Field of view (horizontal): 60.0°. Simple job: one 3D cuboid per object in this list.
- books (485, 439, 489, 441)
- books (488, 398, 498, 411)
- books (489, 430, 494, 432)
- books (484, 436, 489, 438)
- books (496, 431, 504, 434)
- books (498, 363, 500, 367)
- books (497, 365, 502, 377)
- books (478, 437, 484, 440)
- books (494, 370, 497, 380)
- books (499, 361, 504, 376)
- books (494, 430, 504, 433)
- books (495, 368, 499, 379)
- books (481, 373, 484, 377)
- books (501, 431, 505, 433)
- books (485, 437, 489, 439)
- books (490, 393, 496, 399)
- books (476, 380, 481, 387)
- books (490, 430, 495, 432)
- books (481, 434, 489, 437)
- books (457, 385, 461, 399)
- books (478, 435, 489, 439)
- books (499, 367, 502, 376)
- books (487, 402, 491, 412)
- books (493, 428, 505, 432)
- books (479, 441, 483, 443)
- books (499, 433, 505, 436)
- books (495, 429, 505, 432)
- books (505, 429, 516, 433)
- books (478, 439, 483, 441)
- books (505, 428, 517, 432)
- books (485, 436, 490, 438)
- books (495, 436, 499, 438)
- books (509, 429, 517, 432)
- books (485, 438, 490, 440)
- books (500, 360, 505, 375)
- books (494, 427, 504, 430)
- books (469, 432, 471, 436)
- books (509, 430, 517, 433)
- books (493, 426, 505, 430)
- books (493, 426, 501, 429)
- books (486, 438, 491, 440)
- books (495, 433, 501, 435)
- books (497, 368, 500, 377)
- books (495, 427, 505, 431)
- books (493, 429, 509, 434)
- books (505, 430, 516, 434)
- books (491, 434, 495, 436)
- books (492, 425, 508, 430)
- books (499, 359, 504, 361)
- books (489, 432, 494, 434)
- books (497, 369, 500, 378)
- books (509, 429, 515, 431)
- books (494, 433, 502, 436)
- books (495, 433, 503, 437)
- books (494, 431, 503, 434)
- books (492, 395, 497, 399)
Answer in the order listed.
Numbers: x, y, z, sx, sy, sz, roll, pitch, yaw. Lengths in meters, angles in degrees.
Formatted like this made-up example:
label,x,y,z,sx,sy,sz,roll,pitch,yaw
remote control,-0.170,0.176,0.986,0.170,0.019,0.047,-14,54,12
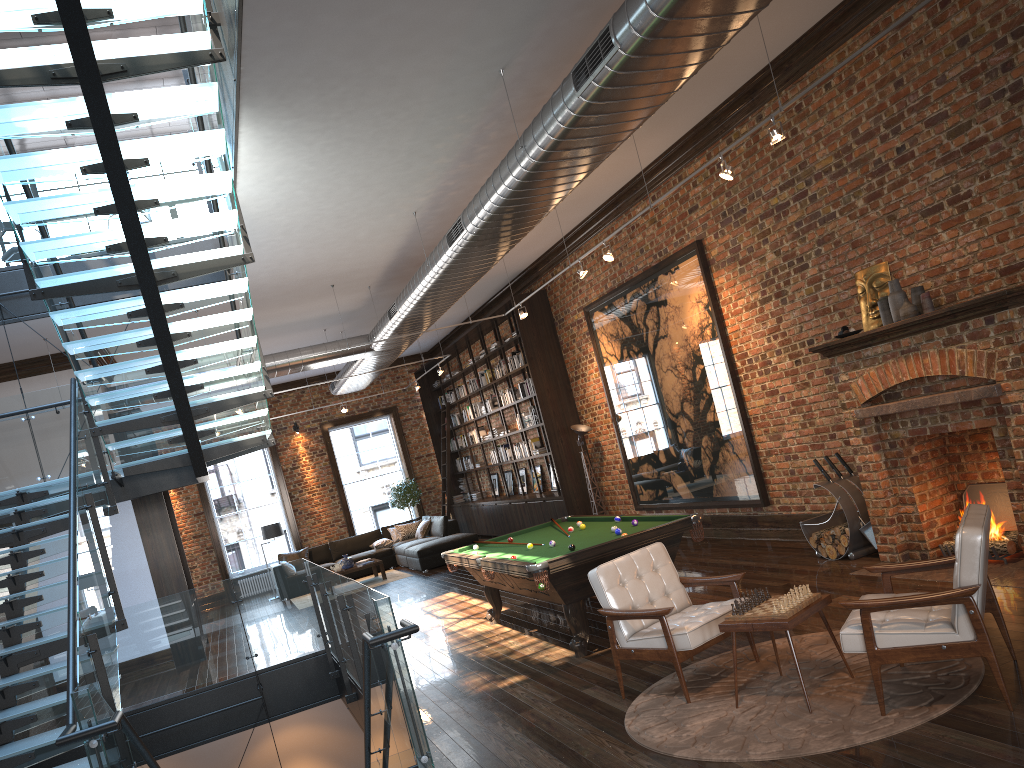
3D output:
label,x,y,z,sx,sy,sz,roll,pitch,yaw
books,-0.407,1.113,18.034,0.201,0.009,0.323,-13,-4,-20
books,-0.307,0.393,17.193,0.270,0.241,0.084,-14,0,-19
books,-0.353,0.924,17.639,0.206,0.008,0.330,-14,-4,-14
books,-0.422,1.051,18.033,0.200,0.009,0.362,-13,-4,-20
books,-0.203,0.943,17.297,0.208,0.013,0.150,-14,-4,-16
books,-0.137,-0.268,16.324,0.166,0.292,0.028,-15,1,-18
books,-0.163,-0.242,16.345,0.183,0.258,0.032,-14,1,-19
books,-0.566,1.106,18.376,0.198,0.018,0.318,-13,-4,-23
books,-0.225,-0.181,16.577,0.182,0.206,0.053,-14,0,-19
books,-0.123,-0.284,16.200,0.182,0.300,0.018,-14,1,-18
books,-0.211,0.916,17.300,0.234,0.014,0.167,-13,-4,-19
books,-0.201,-0.205,16.501,0.172,0.230,0.014,-14,1,-18
books,-0.495,-0.087,17.372,0.178,0.270,0.011,-14,1,-18
books,-0.112,0.914,17.073,0.172,0.018,0.240,-14,-4,-15
books,-0.421,1.079,18.032,0.200,0.009,0.362,-14,-4,-16
books,-0.317,0.348,17.258,0.154,0.334,0.014,-15,1,-18
books,-0.624,0.007,17.898,0.136,0.229,0.066,-15,0,-19
books,-0.340,0.928,17.642,0.206,0.008,0.329,-14,-4,-10
books,-0.564,1.070,18.379,0.197,0.017,0.357,-13,-4,-19
books,-1.064,0.175,19.133,0.162,0.297,0.029,-15,1,-19
books,-0.566,1.088,18.378,0.197,0.017,0.357,-13,-4,-17
books,-0.120,-0.231,16.236,0.187,0.201,0.021,-14,1,-18
books,-0.374,0.434,17.442,0.189,0.223,0.027,-14,1,-18
books,-0.219,0.891,17.303,0.281,0.010,0.170,-13,-4,-20
books,-0.548,1.177,18.379,0.198,0.009,0.318,-14,-4,-15
books,-0.111,0.956,17.071,0.203,0.035,0.269,-13,-4,-18
books,-0.210,0.900,17.285,0.197,0.015,0.135,-13,-4,-19
books,-0.019,0.882,16.721,0.160,0.009,0.256,-13,-4,-20
books,-0.554,1.134,18.380,0.196,0.008,0.357,-13,-4,-21
books,-0.025,0.866,16.720,0.160,0.009,0.256,-13,-4,-17
books,-0.423,1.061,18.032,0.201,0.009,0.323,-13,-4,-21
books,-0.188,1.008,17.305,0.277,0.012,0.160,-14,-4,-16
books,-0.014,0.890,16.722,0.158,0.009,0.287,-13,-4,-19
books,-0.422,1.098,18.030,0.199,0.009,0.363,-13,-4,-24
books,-0.089,-0.301,16.137,0.181,0.307,0.009,-15,1,-18
books,-0.228,0.861,17.305,0.241,0.015,0.166,-14,-4,-16
books,-0.810,1.156,19.150,0.181,0.291,0.014,-14,1,-18
books,-0.016,0.909,16.720,0.158,0.009,0.287,-14,-4,-16
books,-0.227,0.849,17.294,0.293,0.004,0.146,-13,-4,-21
books,-0.232,0.834,17.296,0.258,0.005,0.142,-14,-4,-15
books,-0.419,1.107,18.030,0.202,0.009,0.322,-14,-4,-14
books,-0.204,0.957,17.310,0.204,0.012,0.185,-13,-4,-20
books,-0.172,-0.231,16.440,0.160,0.255,0.035,-14,1,-19
books,-0.225,0.878,17.311,0.195,0.019,0.174,-14,-4,-14
books,-0.210,0.927,17.304,0.291,0.008,0.159,-14,-4,-16
books,-0.020,0.901,16.719,0.160,0.009,0.256,-14,-4,-15
books,-0.324,1.002,17.643,0.204,0.007,0.371,-13,-4,-17
books,-0.233,0.843,17.305,0.283,0.012,0.161,-13,-4,-23
books,-0.116,-0.300,16.217,0.182,0.330,0.008,-15,1,-18
books,-0.341,0.960,17.641,0.206,0.008,0.330,-14,-4,-13
books,-0.178,-0.212,16.473,0.162,0.226,0.033,-14,1,-19
books,-0.018,0.873,16.722,0.158,0.009,0.287,-13,-4,-19
books,-0.202,0.967,17.311,0.279,0.008,0.169,-13,-4,-23
books,-0.194,0.981,17.300,0.242,0.025,0.162,-13,-4,-20
books,-0.204,0.933,17.291,0.292,0.007,0.133,-14,-4,-16
books,-0.293,0.359,17.251,0.132,0.300,0.012,-15,1,-18
